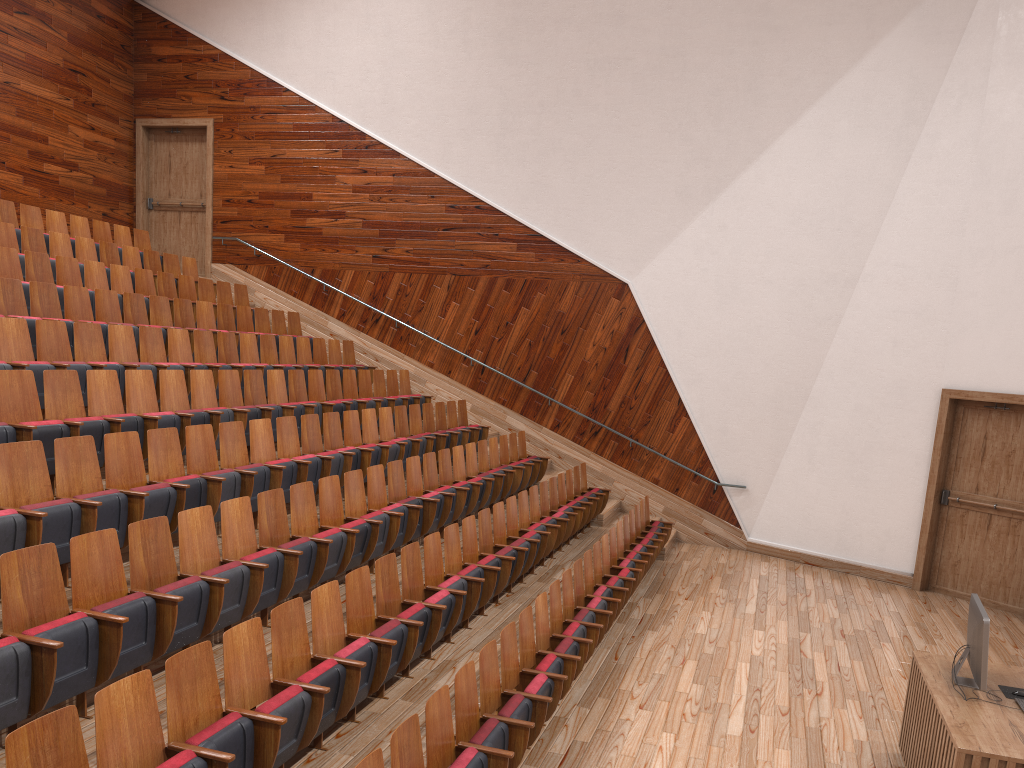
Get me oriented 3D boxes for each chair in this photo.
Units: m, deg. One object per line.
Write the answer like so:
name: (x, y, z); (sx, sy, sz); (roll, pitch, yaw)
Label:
chair: (-0.329, 0.013, 0.604); (0.767, 0.379, 1.171); (5, 3, 17)

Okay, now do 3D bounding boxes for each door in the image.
door: (-0.526, -0.289, 1.385); (0.139, 0.244, 0.024); (6, 10, 16)
door: (0.533, 0.131, 0.976); (0.024, 0.244, 0.137); (-3, 10, -35)

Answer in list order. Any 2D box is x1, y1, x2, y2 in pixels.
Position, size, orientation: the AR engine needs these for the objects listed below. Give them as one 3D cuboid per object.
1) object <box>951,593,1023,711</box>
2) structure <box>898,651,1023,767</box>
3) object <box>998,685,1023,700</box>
object: (0.279, 0.154, 0.502); (0.041, 0.049, 0.088); (6, 4, 17)
structure: (0.274, 0.214, 0.497); (0.078, 0.072, 0.155); (6, 4, 17)
object: (0.293, 0.179, 0.508); (0.018, 0.001, 0.022); (5, 2, 17)
